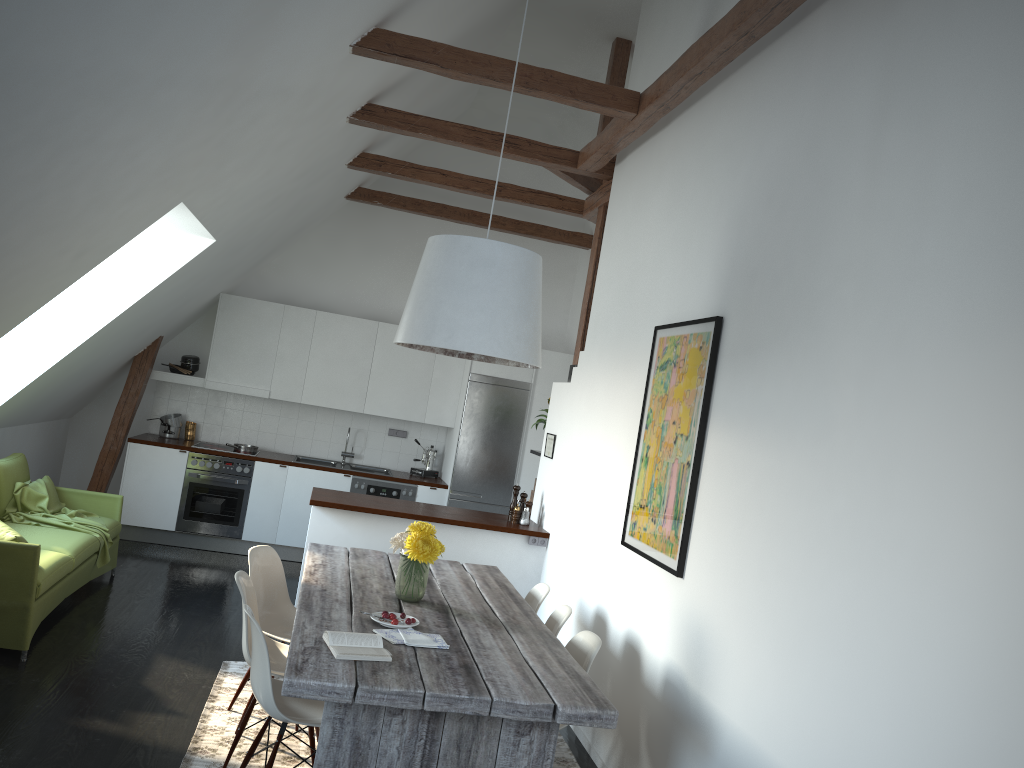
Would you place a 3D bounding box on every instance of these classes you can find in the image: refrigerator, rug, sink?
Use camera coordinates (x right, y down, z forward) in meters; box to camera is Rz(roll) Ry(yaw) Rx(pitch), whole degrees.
[{"bbox_3d":[-0.262,0.862,8.528,0.609,1.868,0.031,10,-2,-11],"label":"refrigerator"},{"bbox_3d":[-0.518,1.786,4.068,1.898,0.022,2.677,10,-2,-11],"label":"rug"},{"bbox_3d":[-1.629,0.692,8.673,0.963,0.519,0.671,10,-2,-11],"label":"sink"}]

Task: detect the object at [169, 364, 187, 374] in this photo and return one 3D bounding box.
[{"bbox_3d":[-3.180,-0.143,8.431,0.065,0.065,0.332,11,-2,-44],"label":"object"}]

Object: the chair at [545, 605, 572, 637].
[{"bbox_3d":[-0.031,1.479,4.442,0.542,0.801,0.465,10,-2,-5],"label":"chair"}]

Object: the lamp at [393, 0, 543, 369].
[{"bbox_3d":[0.043,-1.512,4.197,0.697,2.813,0.757,8,-2,39],"label":"lamp"}]

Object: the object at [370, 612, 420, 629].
[{"bbox_3d":[-0.485,0.982,3.665,0.205,0.024,0.205,10,-2,-19],"label":"object"}]

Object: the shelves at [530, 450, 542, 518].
[{"bbox_3d":[0.465,0.869,7.182,0.660,0.553,0.408,10,-2,-11],"label":"shelves"}]

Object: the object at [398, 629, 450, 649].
[{"bbox_3d":[-0.348,1.003,3.492,0.182,0.016,0.179,10,-2,-16],"label":"object"}]

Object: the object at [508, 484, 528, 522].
[{"bbox_3d":[0.049,0.887,6.611,0.123,0.283,0.061,10,-2,-11],"label":"object"}]

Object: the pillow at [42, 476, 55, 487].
[{"bbox_3d":[-3.374,0.823,6.365,0.210,0.275,0.462,10,-2,-13],"label":"pillow"}]

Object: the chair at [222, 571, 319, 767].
[{"bbox_3d":[-1.056,1.297,4.055,0.542,0.801,0.465,10,-2,-10],"label":"chair"}]

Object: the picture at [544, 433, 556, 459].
[{"bbox_3d":[0.287,0.466,6.680,0.023,0.182,0.250,10,-2,-11],"label":"picture"}]

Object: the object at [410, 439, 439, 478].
[{"bbox_3d":[-0.891,0.748,8.960,0.206,0.370,0.353,8,-2,35],"label":"object"}]

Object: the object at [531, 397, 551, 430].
[{"bbox_3d":[0.408,0.335,7.262,0.493,0.486,0.506,9,-2,9],"label":"object"}]

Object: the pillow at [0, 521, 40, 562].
[{"bbox_3d":[-2.882,0.804,4.906,0.600,0.387,0.475,10,-2,-14],"label":"pillow"}]

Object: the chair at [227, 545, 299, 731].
[{"bbox_3d":[-1.164,1.294,4.623,0.542,0.801,0.465,9,-2,15],"label":"chair"}]

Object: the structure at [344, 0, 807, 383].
[{"bbox_3d":[3.008,-1.498,1.484,10.230,3.562,15.910,10,-2,-6],"label":"structure"}]

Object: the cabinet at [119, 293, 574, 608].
[{"bbox_3d":[-1.198,0.582,7.580,4.208,2.369,3.033,10,-2,-11],"label":"cabinet"}]

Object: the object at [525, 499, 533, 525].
[{"bbox_3d":[0.116,0.947,6.567,0.058,0.184,0.058,10,-2,-14],"label":"object"}]

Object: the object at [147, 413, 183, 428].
[{"bbox_3d":[-3.347,0.352,8.518,0.371,0.169,0.203,11,-2,-39],"label":"object"}]

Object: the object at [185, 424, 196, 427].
[{"bbox_3d":[-3.128,0.412,8.633,0.100,0.036,0.100,9,-2,18],"label":"object"}]

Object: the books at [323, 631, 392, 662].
[{"bbox_3d":[-0.565,0.948,3.236,0.202,0.042,0.251,10,-2,-23],"label":"books"}]

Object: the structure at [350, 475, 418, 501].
[{"bbox_3d":[-1.299,1.267,8.593,0.612,0.725,0.582,10,-2,-11],"label":"structure"}]

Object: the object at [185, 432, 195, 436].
[{"bbox_3d":[-3.137,0.489,8.634,0.099,0.051,0.099,10,-2,-25],"label":"object"}]

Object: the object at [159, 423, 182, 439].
[{"bbox_3d":[-3.261,0.446,8.505,0.200,0.154,0.348,10,-2,-31],"label":"object"}]

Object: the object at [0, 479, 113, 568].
[{"bbox_3d":[-3.161,0.971,6.281,0.722,0.493,0.711,10,-2,-16],"label":"object"}]

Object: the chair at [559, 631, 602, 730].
[{"bbox_3d":[0.061,1.480,3.914,0.542,0.801,0.465,10,-2,-15],"label":"chair"}]

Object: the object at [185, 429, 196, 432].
[{"bbox_3d":[-3.134,0.447,8.636,0.099,0.057,0.101,10,-2,1],"label":"object"}]

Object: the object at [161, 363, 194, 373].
[{"bbox_3d":[-3.229,-0.147,8.514,0.357,0.075,0.244,11,-2,-40],"label":"object"}]

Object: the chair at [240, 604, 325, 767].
[{"bbox_3d":[-0.869,1.315,3.562,0.542,0.801,0.465,10,-2,-25],"label":"chair"}]

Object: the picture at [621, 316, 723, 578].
[{"bbox_3d":[0.764,0.277,4.356,0.036,1.181,0.808,10,-2,-11],"label":"picture"}]

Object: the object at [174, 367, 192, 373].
[{"bbox_3d":[-3.151,-0.141,8.492,0.335,0.031,0.065,8,-2,36],"label":"object"}]

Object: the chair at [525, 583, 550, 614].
[{"bbox_3d":[-0.121,1.477,4.907,0.542,0.801,0.465,10,-2,-10],"label":"chair"}]

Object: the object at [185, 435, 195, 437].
[{"bbox_3d":[-3.137,0.507,8.633,0.100,0.048,0.099,9,-2,7],"label":"object"}]

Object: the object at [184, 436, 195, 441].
[{"bbox_3d":[-3.139,0.529,8.634,0.100,0.036,0.100,10,-2,-14],"label":"object"}]

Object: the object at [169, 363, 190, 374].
[{"bbox_3d":[-3.169,-0.148,8.443,0.331,0.077,0.061,8,-2,37],"label":"object"}]

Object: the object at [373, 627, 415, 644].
[{"bbox_3d":[-0.432,0.990,3.492,0.182,0.014,0.185,11,-2,-37],"label":"object"}]

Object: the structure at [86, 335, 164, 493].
[{"bbox_3d":[-2.685,0.395,2.088,1.023,1.963,12.350,10,-2,-11],"label":"structure"}]

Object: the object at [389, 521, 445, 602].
[{"bbox_3d":[-0.449,0.826,4.146,0.233,0.365,0.293,11,-2,-40],"label":"object"}]

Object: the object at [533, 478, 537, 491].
[{"bbox_3d":[0.351,0.848,7.204,0.329,0.101,0.287,10,-2,-1],"label":"object"}]

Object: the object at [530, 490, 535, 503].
[{"bbox_3d":[0.333,0.948,7.191,0.287,0.101,0.329,10,-2,-16],"label":"object"}]

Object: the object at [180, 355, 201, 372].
[{"bbox_3d":[-3.109,-0.197,8.563,0.200,0.166,0.190,8,-2,42],"label":"object"}]

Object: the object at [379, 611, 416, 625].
[{"bbox_3d":[-0.472,0.972,3.678,0.132,0.034,0.144,11,-2,-39],"label":"object"}]

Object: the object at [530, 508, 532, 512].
[{"bbox_3d":[0.317,1.046,7.188,0.329,0.101,0.287,10,-2,-1],"label":"object"}]

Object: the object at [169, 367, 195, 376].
[{"bbox_3d":[-3.154,-0.120,8.490,0.243,0.056,0.350,10,-2,-22],"label":"object"}]

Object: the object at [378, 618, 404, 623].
[{"bbox_3d":[-0.500,0.975,3.661,0.110,0.011,0.058,10,-2,-7],"label":"object"}]

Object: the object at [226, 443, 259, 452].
[{"bbox_3d":[-2.605,0.600,8.491,0.351,0.061,0.232,11,-2,-37],"label":"object"}]

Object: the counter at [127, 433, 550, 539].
[{"bbox_3d":[-1.656,0.786,7.466,3.365,0.038,3.085,10,-2,-11],"label":"counter"}]

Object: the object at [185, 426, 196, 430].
[{"bbox_3d":[-3.131,0.429,8.632,0.100,0.036,0.100,11,-2,-44],"label":"object"}]

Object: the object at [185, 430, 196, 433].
[{"bbox_3d":[-3.136,0.469,8.636,0.099,0.043,0.100,10,-2,-23],"label":"object"}]

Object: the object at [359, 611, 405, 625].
[{"bbox_3d":[-0.535,0.962,3.649,0.194,0.022,0.019,9,-2,4],"label":"object"}]

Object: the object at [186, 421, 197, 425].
[{"bbox_3d":[-3.123,0.392,8.632,0.100,0.047,0.099,10,-2,-15],"label":"object"}]

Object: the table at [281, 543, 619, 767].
[{"bbox_3d":[-0.470,1.403,4.094,1.141,0.788,2.421,10,-2,-11],"label":"table"}]

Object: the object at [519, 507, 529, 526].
[{"bbox_3d":[0.098,0.967,6.493,0.069,0.135,0.069,11,-2,-36],"label":"object"}]

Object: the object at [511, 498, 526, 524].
[{"bbox_3d":[0.046,0.930,6.526,0.080,0.192,0.058,10,-2,-27],"label":"object"}]

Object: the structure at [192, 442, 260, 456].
[{"bbox_3d":[-2.698,0.633,8.388,0.574,0.041,0.504,10,-2,-11],"label":"structure"}]

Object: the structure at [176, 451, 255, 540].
[{"bbox_3d":[-2.762,1.020,8.393,0.583,0.725,0.749,10,-2,-11],"label":"structure"}]

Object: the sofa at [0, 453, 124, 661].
[{"bbox_3d":[-3.160,0.975,5.636,0.898,0.825,2.093,10,-2,-12],"label":"sofa"}]
